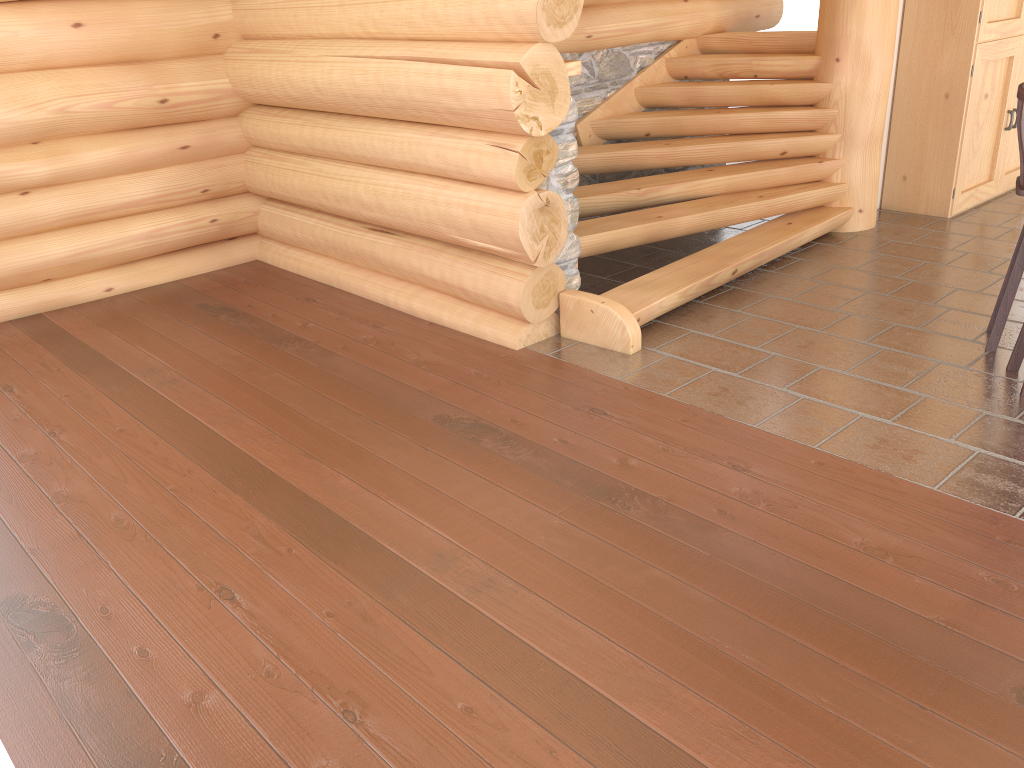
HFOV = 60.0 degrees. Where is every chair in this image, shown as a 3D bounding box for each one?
[{"bbox_3d":[2.607,-0.599,4.014,0.504,1.319,0.406,4,25,16],"label":"chair"},{"bbox_3d":[2.723,-0.812,4.475,0.504,1.319,0.406,9,27,26],"label":"chair"}]

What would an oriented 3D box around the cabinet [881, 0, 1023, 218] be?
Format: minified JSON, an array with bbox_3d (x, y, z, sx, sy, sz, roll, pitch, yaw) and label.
[{"bbox_3d":[3.949,-2.790,7.404,1.847,2.403,0.670,-23,31,-37],"label":"cabinet"}]

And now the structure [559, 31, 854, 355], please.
[{"bbox_3d":[1.073,-1.739,6.375,1.951,1.643,3.604,17,31,38],"label":"structure"}]
